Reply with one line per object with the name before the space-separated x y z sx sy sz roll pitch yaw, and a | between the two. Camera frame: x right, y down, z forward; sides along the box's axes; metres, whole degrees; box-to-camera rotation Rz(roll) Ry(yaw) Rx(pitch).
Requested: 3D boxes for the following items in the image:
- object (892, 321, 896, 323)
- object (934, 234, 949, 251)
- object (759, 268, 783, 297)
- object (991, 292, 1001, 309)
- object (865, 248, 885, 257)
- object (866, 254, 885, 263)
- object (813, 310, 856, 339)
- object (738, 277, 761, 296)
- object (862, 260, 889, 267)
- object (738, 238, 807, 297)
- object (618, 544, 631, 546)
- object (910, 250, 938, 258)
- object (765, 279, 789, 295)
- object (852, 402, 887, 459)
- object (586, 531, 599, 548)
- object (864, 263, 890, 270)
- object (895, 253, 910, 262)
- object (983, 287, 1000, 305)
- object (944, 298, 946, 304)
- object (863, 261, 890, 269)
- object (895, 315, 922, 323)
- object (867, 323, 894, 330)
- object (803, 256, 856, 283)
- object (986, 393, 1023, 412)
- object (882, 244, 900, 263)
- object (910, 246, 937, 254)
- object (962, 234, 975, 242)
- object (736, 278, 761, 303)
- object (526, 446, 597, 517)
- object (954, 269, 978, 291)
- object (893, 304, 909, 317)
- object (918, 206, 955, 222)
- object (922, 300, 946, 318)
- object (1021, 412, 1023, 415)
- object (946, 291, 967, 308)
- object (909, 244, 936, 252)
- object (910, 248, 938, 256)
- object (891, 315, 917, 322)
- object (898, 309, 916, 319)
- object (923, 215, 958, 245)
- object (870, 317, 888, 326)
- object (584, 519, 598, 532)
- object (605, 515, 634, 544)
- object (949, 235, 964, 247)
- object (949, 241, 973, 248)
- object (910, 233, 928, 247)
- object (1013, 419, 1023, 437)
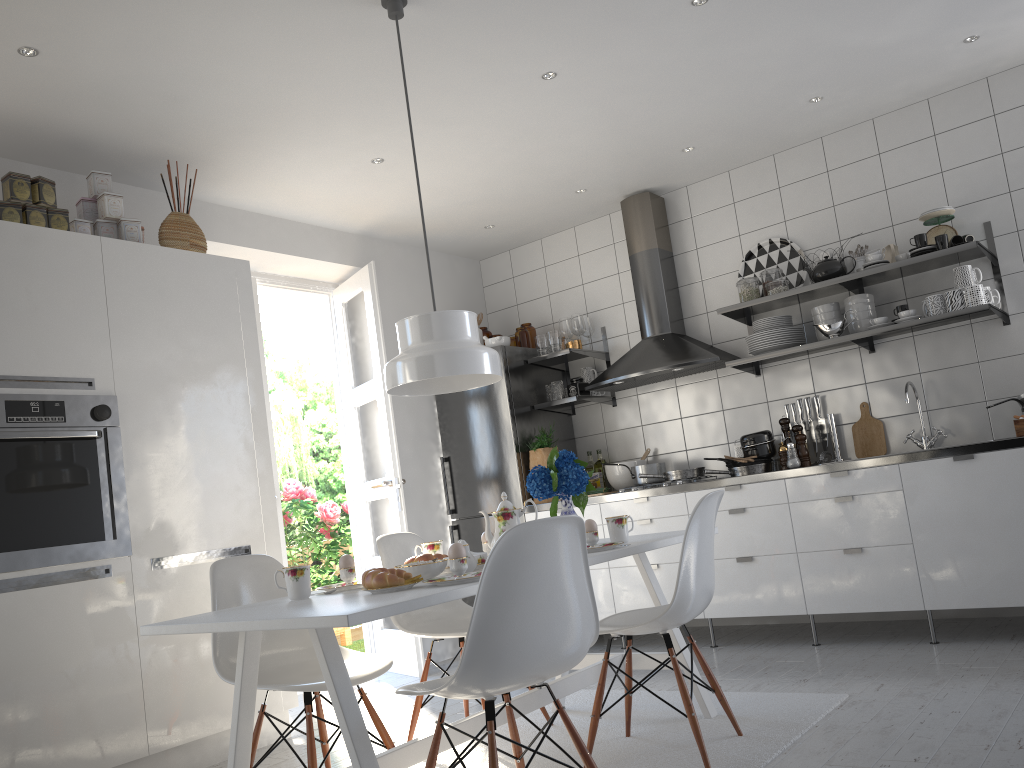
object | 1.918 -0.302 4.319 0.121 0.023 0.121 -9 -8 8
object | 1.979 -0.645 4.066 0.055 0.076 0.070 -8 -7 0
object | 1.391 -0.520 4.718 0.121 0.170 0.122 -4 -8 -33
object | 2.268 -0.384 4.225 0.109 0.100 0.083 -11 -7 26
object | 1.754 -0.624 4.289 0.078 0.067 0.083 -2 -9 -38
object | 1.757 -0.595 4.287 0.079 0.049 0.082 -9 -7 10
object | 1.607 -0.285 4.405 0.210 0.134 0.102 -10 -7 19
object | 1.303 -0.489 4.849 0.121 0.170 0.122 -4 -8 -33
object | 1.759 -0.575 4.286 0.121 0.024 0.121 -13 -9 32
object | 1.441 -0.612 4.905 0.396 0.392 0.053 -13 -8 37
object | 0.330 0.536 2.945 0.140 0.011 0.032 -15 -10 40
object | 1.927 -0.599 4.140 0.121 0.021 0.121 -10 -8 14
object | 1.377 -0.489 4.589 0.121 0.079 0.121 -11 -8 23
object | 1.848 0.237 4.603 0.158 0.293 0.047 -13 -7 37
object | 0.258 0.505 2.864 0.048 0.057 0.048 -6 -7 -13
object | 1.765 -0.556 4.282 0.122 0.021 0.121 -15 -10 41
object | 1.888 -0.597 4.264 0.082 0.047 0.080 -2 -10 -40
object | 2.181 -0.392 4.078 0.109 0.100 0.083 -11 -7 23
object | 2.108 -0.365 4.203 0.109 0.100 0.083 -11 -7 26
object | 1.763 -0.566 4.283 0.122 0.021 0.121 -15 -10 41
object | 1.864 -0.297 4.164 0.122 0.021 0.121 -15 -10 41
object | 1.774 -0.271 4.263 0.121 0.021 0.121 -13 -9 34
object | 1.590 -0.572 4.437 0.177 0.142 0.201 -6 -7 -12
object | 2.325 0.080 4.015 0.371 0.168 0.203 -10 -7 14
object | 1.895 -0.621 4.424 0.115 0.151 0.128 -5 -7 -27
object | 1.926 -0.617 4.142 0.121 0.023 0.122 -5 -8 -21
object | 2.085 -0.663 4.075 0.069 0.058 0.083 -10 -7 15
object | 1.255 -0.484 4.693 0.121 0.129 0.121 -11 -7 23
object | 0.187 0.411 3.230 0.267 0.375 0.236 -13 -8 39
object | 2.133 -0.476 4.156 0.083 0.100 0.109 -9 -7 6
object | 1.910 -0.344 4.333 0.055 0.078 0.071 -8 -7 -3
object | 2.061 -0.819 4.300 0.163 0.046 0.165 -7 -8 -4
object | 1.996 -0.352 4.188 0.083 0.100 0.109 -6 -7 -19
object | 2.386 0.138 3.921 0.200 0.153 0.348 -11 -8 21
object | 2.081 -0.371 4.130 0.083 0.100 0.109 -9 -7 6
object | 1.922 -0.626 4.145 0.121 0.023 0.122 -6 -8 -12
object | 1.926 -0.608 4.142 0.122 0.021 0.121 -15 -10 41
object | 1.915 -0.311 4.323 0.121 0.023 0.121 -10 -8 17
object | 1.860 -0.317 4.165 0.082 0.047 0.080 -2 -10 -40
object | 2.076 -0.695 4.276 0.160 0.208 0.185 -13 -8 37
object | 1.770 -0.291 4.264 0.080 0.047 0.083 -12 -8 29
object | 0.253 0.468 2.868 0.048 0.062 0.048 -14 -9 41
object | 0.368 0.502 3.042 0.078 0.095 0.091 -12 -8 30
object | 2.050 -0.650 4.086 0.069 0.058 0.080 -9 -7 10
object | 2.068 -0.627 4.077 0.122 0.021 0.121 -15 -10 41
object | 1.913 -0.659 4.154 0.055 0.078 0.071 -4 -8 -32
object | 2.292 0.149 3.710 0.302 0.100 0.211 -14 -10 39
